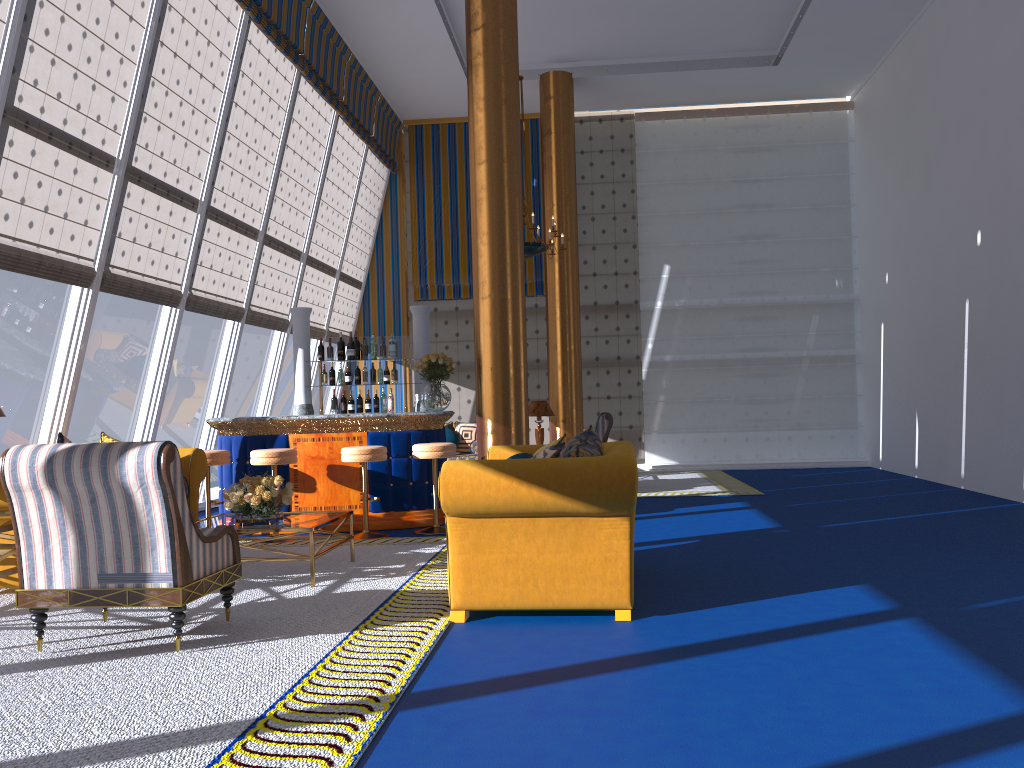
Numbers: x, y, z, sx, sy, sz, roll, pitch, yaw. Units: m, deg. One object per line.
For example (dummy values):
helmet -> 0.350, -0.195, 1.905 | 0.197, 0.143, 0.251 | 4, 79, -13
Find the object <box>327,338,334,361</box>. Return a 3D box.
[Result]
object -> -1.920, -0.366, 9.366 | 0.073, 0.246, 0.071 | -1, -1, -36

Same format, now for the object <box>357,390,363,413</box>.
object -> -1.595, 0.182, 9.296 | 0.066, 0.244, 0.065 | -1, -1, -14

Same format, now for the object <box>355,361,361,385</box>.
object -> -1.615, -0.115, 9.290 | 0.066, 0.244, 0.065 | -1, -1, -14

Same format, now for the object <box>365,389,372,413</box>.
object -> -1.511, 0.180, 9.317 | 0.069, 0.244, 0.068 | -1, -1, -14

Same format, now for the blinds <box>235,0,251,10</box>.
blinds -> -2.635, -4.008, 7.787 | 0.338, 0.830, 1.527 | -2, -1, 6

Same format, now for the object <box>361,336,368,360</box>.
object -> -1.548, -0.375, 9.305 | 0.077, 0.247, 0.075 | -1, -1, -31

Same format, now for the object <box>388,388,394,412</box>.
object -> -1.276, 0.171, 9.361 | 0.061, 0.258, 0.061 | -2, -1, 6

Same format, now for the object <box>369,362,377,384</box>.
object -> -1.460, -0.112, 9.312 | 0.072, 0.232, 0.071 | -1, -1, -16

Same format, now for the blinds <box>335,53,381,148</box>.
blinds -> -2.172, -3.908, 12.399 | 0.338, 0.830, 1.527 | -2, -1, 6

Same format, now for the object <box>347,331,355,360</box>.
object -> -1.686, -0.400, 9.291 | 0.085, 0.302, 0.085 | -2, -1, -1

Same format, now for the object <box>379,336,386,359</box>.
object -> -1.359, -0.383, 9.322 | 0.073, 0.246, 0.071 | -1, -1, -36

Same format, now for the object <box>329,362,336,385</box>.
object -> -1.880, -0.108, 9.278 | 0.066, 0.244, 0.065 | -1, -1, -14

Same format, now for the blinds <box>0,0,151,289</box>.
blinds -> -3.126, -2.496, 6.529 | 0.873, 3.393, 1.368 | -2, -1, 5

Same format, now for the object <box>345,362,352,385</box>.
object -> -1.713, -0.109, 9.281 | 0.069, 0.244, 0.068 | -1, -1, -14

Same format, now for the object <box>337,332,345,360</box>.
object -> -1.792, -0.397, 9.299 | 0.081, 0.302, 0.081 | -2, -1, 11

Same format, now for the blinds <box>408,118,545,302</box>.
blinds -> -0.341, -2.886, 14.516 | 2.656, 2.990, 0.152 | -2, -1, 4

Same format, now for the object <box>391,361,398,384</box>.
object -> -1.235, -0.123, 9.320 | 0.071, 0.244, 0.072 | -2, -1, 26

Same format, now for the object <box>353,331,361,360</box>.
object -> -1.635, -0.402, 9.311 | 0.080, 0.302, 0.082 | -2, -1, 22

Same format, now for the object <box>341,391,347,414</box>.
object -> -1.765, 0.190, 9.305 | 0.065, 0.244, 0.066 | -2, -1, 9

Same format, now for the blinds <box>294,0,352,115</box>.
blinds -> -2.326, -3.941, 10.865 | 0.338, 0.830, 1.527 | -2, -1, 6

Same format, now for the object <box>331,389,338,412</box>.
object -> -1.856, 0.175, 9.276 | 0.071, 0.242, 0.071 | -1, -1, -13

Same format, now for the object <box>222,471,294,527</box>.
object -> -1.687, 0.767, 5.910 | 0.457, 0.388, 0.501 | -1, -1, -14

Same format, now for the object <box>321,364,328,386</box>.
object -> -1.959, -0.095, 9.258 | 0.066, 0.225, 0.065 | -1, -1, -26

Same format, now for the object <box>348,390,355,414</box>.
object -> -1.684, 0.188, 9.300 | 0.069, 0.244, 0.068 | -1, -1, -14

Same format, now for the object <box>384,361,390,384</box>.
object -> -1.316, -0.120, 9.323 | 0.069, 0.244, 0.068 | -1, -1, -14

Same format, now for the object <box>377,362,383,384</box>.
object -> -1.386, -0.114, 9.328 | 0.059, 0.230, 0.058 | -1, -1, -36

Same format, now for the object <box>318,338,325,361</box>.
object -> -2.007, -0.364, 9.330 | 0.065, 0.244, 0.066 | -2, -1, 9

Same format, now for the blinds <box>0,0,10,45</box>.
blinds -> -3.275, -2.528, 5.041 | 0.873, 3.393, 1.368 | -2, -1, 5

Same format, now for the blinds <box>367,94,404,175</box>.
blinds -> -2.018, -3.875, 13.938 | 0.338, 0.830, 1.527 | -2, -1, 6

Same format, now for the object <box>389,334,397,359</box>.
object -> -1.258, -0.394, 9.354 | 0.092, 0.259, 0.091 | -1, -1, -12

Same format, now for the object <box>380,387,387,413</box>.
object -> -1.354, 0.168, 9.358 | 0.069, 0.269, 0.068 | -1, -1, -34

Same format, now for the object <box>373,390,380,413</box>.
object -> -1.427, 0.181, 9.331 | 0.066, 0.244, 0.065 | -1, -1, -14

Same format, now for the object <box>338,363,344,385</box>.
object -> -1.791, -0.103, 9.285 | 0.059, 0.230, 0.058 | -1, -1, -36

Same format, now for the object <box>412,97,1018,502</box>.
object -> 0.299, -6.936, 6.764 | 63.014, 33.597, 63.545 | -2, -1, 12

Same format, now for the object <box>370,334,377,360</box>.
object -> -1.453, -0.392, 9.291 | 0.069, 0.271, 0.069 | -2, -1, 16

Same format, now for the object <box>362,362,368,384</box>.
object -> -1.537, -0.115, 9.287 | 0.057, 0.239, 0.056 | -1, -1, -20

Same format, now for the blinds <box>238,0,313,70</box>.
blinds -> -2.481, -3.974, 9.325 | 0.338, 0.830, 1.527 | -2, -1, 6
